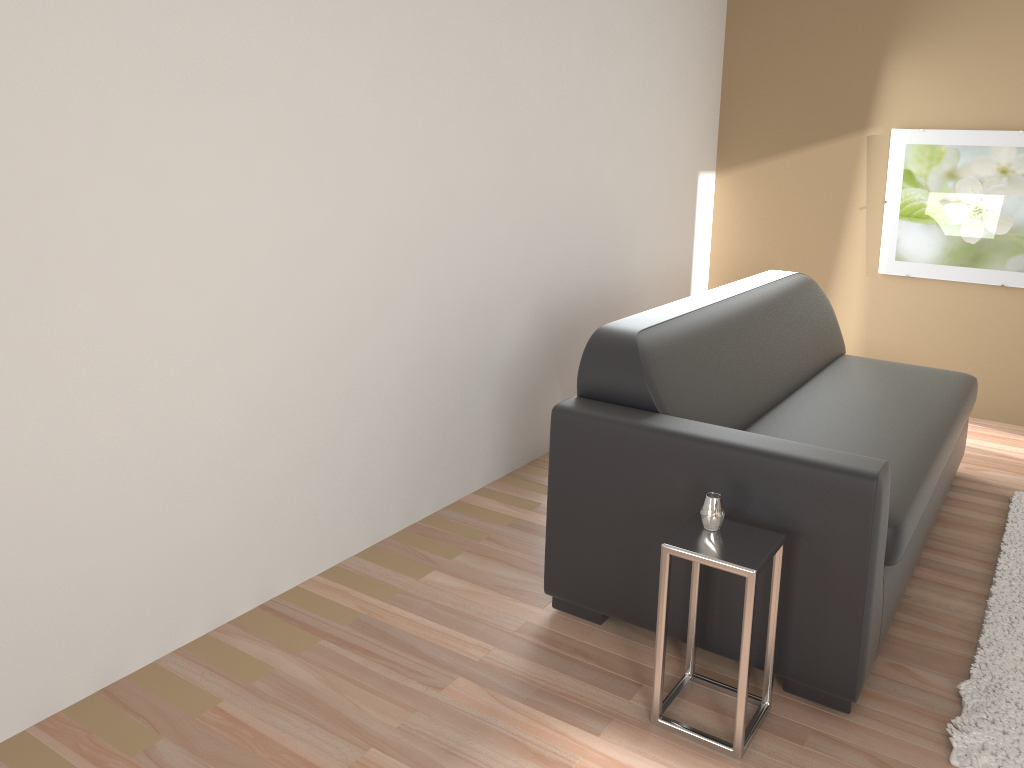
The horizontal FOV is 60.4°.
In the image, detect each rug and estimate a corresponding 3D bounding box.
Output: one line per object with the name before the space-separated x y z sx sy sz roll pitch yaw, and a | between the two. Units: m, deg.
rug | 2.145 0.793 2.499 1.462 0.044 2.056 11 18 31

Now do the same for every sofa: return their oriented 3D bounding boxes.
sofa | 1.105 0.130 3.287 0.959 0.817 2.293 10 16 31

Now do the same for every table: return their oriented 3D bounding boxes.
table | 0.509 0.604 2.172 0.229 0.460 0.241 8 12 32

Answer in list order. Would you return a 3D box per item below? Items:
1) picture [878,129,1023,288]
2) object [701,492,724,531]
picture | 2.443 -0.955 4.743 0.823 0.801 0.019 10 11 32
object | 0.499 0.318 2.189 0.057 0.084 0.058 3 11 3
